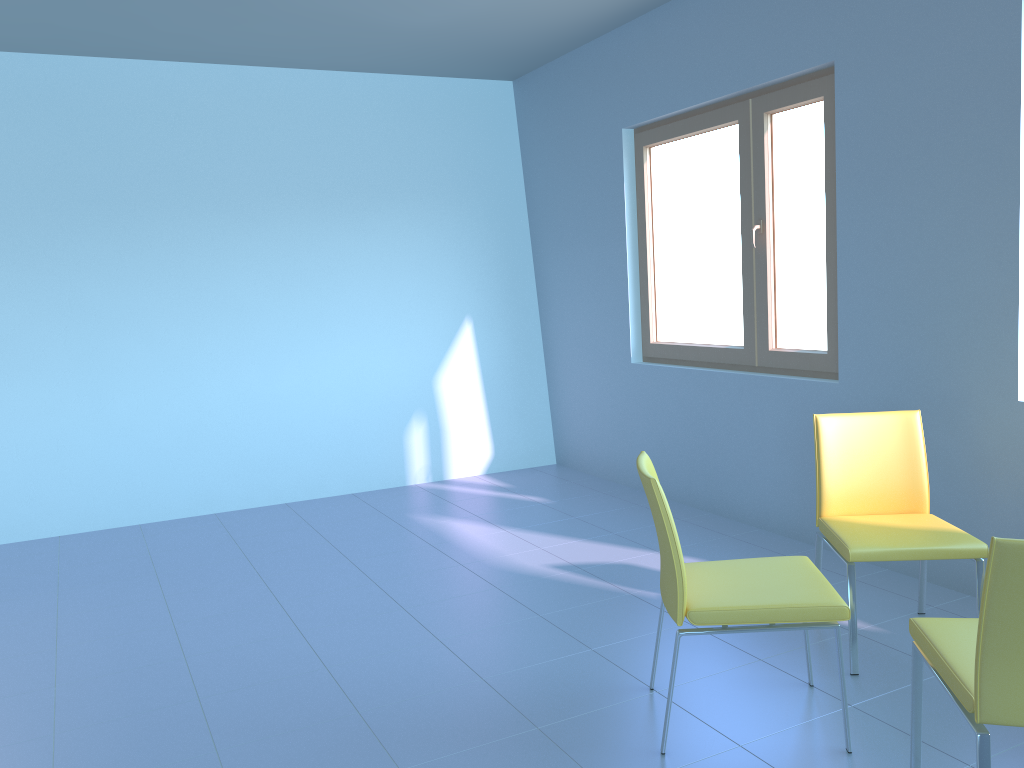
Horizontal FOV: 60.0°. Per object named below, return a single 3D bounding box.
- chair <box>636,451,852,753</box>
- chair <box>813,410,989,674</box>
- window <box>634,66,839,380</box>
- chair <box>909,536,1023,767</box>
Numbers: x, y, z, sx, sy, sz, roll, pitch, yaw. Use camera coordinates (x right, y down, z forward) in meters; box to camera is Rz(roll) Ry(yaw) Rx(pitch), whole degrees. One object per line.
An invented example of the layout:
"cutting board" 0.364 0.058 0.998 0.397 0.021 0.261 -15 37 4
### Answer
"chair" 0.586 0.542 2.335 0.484 0.695 0.387 -3 6 5
"chair" 1.175 0.462 2.761 0.387 0.695 0.484 -3 6 5
"window" 1.021 -0.693 4.204 0.142 1.263 1.475 -6 7 -26
"chair" 1.063 0.582 1.773 0.387 0.699 0.484 -2 7 10
